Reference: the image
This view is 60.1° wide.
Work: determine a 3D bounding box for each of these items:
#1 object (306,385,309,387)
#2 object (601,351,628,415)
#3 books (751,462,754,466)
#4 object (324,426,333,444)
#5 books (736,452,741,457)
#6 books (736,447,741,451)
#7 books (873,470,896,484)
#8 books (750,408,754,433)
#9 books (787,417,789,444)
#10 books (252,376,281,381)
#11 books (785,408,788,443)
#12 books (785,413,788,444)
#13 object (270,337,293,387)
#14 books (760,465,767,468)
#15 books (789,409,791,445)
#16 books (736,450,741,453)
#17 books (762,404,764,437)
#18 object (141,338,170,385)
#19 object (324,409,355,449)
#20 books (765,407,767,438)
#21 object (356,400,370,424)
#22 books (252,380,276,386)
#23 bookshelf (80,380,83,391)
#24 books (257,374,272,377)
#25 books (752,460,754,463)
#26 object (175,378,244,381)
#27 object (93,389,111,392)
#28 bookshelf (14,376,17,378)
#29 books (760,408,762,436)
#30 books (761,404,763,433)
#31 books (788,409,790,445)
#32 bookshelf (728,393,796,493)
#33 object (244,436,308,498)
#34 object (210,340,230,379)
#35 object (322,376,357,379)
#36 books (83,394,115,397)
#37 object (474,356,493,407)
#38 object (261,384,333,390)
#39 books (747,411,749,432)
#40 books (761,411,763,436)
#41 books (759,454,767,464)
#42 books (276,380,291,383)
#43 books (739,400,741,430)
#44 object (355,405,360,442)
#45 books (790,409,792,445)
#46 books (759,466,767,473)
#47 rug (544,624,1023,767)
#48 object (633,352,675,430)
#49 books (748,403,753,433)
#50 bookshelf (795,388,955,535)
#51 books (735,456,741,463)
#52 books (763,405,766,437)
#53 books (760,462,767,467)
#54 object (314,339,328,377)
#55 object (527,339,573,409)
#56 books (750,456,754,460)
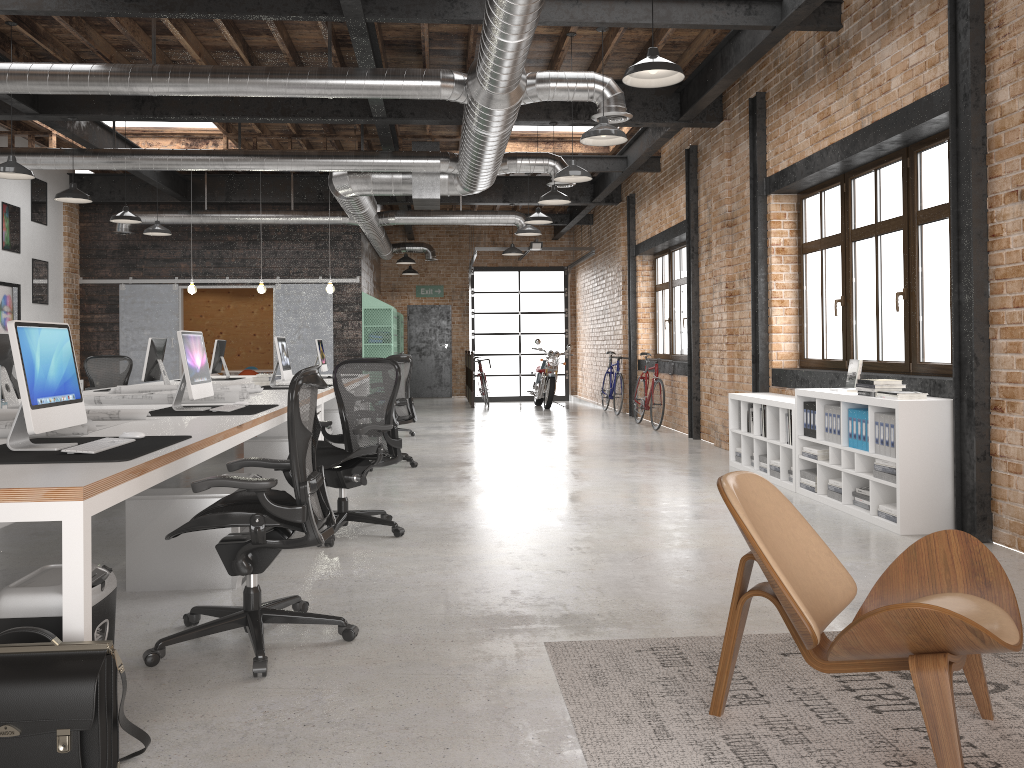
[{"bbox_3d":[-2.000,0.018,8.527,0.118,0.017,0.439,-1,2,-5],"label":"object"},{"bbox_3d":[1.689,-0.031,14.966,0.401,1.040,1.738,-1,2,-10],"label":"object"},{"bbox_3d":[2.264,0.716,7.887,0.184,0.049,0.261,-1,2,-4],"label":"books"},{"bbox_3d":[-1.722,0.597,7.853,0.250,0.466,0.338,-1,1,-5],"label":"object"},{"bbox_3d":[2.212,0.644,8.187,0.207,0.067,0.275,-1,2,-5],"label":"books"},{"bbox_3d":[2.215,0.600,8.176,0.214,0.052,0.252,-1,2,-5],"label":"books"},{"bbox_3d":[2.416,0.568,5.500,0.217,0.072,0.290,-1,2,-5],"label":"books"},{"bbox_3d":[2.250,0.338,7.973,0.197,0.240,0.058,-1,0,0],"label":"books"},{"bbox_3d":[2.281,0.377,7.048,0.162,0.240,0.054,-1,0,0],"label":"books"},{"bbox_3d":[-2.534,-0.059,9.152,0.193,0.044,0.257,0,2,13],"label":"books"},{"bbox_3d":[2.329,0.341,7.118,0.259,0.305,0.040,-1,0,0],"label":"books"},{"bbox_3d":[2.286,0.365,7.079,0.182,0.262,0.056,-1,0,0],"label":"books"},{"bbox_3d":[-2.226,-0.213,8.536,0.189,0.485,0.484,-1,1,-5],"label":"object"},{"bbox_3d":[2.267,0.700,7.560,0.219,0.034,0.260,-1,2,-5],"label":"books"},{"bbox_3d":[2.328,0.322,7.010,0.259,0.353,0.070,-1,0,0],"label":"books"},{"bbox_3d":[2.215,0.618,8.180,0.219,0.039,0.260,-1,2,-5],"label":"books"},{"bbox_3d":[2.294,0.295,7.634,0.259,0.353,0.070,-1,0,0],"label":"books"},{"bbox_3d":[-3.411,-0.201,8.522,0.189,0.485,0.484,-1,1,-5],"label":"object"},{"bbox_3d":[-2.036,0.519,9.897,0.541,0.455,0.221,-1,0,-5],"label":"object"},{"bbox_3d":[2.279,0.333,7.571,0.221,0.283,0.061,-1,0,0],"label":"books"},{"bbox_3d":[-2.212,0.429,12.031,0.541,0.455,0.221,-1,0,-5],"label":"object"},{"bbox_3d":[-2.555,-0.011,9.135,0.200,0.050,0.272,-1,2,-7],"label":"books"},{"bbox_3d":[-6.869,0.311,13.129,0.400,0.684,1.545,-1,2,-5],"label":"bookshelf"},{"bbox_3d":[-2.550,-0.090,9.152,0.153,0.030,0.185,-1,2,-7],"label":"books"},{"bbox_3d":[2.257,0.688,7.873,0.164,0.047,0.239,-1,2,-4],"label":"books"},{"bbox_3d":[-3.728,-0.058,10.975,0.687,0.008,0.849,-1,2,-6],"label":"object"},{"bbox_3d":[-3.524,0.046,8.514,0.687,0.008,0.849,-1,2,-6],"label":"object"},{"bbox_3d":[-6.742,0.318,11.590,0.400,0.800,1.545,-1,2,-5],"label":"bookshelf"},{"bbox_3d":[2.252,0.338,7.703,0.182,0.262,0.056,-1,0,0],"label":"books"},{"bbox_3d":[2.290,0.293,7.657,0.258,0.355,0.049,-1,0,0],"label":"books"},{"bbox_3d":[2.324,0.320,7.033,0.258,0.355,0.049,-1,0,0],"label":"books"},{"bbox_3d":[2.311,0.459,7.609,0.400,0.684,1.545,-1,2,-5],"label":"bookshelf"},{"bbox_3d":[-1.787,0.645,6.896,0.541,0.455,0.221,-1,0,-5],"label":"object"},{"bbox_3d":[-3.615,-0.305,10.981,0.189,0.485,0.484,-1,1,-5],"label":"object"},{"bbox_3d":[-2.340,-0.085,11.312,0.687,0.008,0.849,-1,2,-6],"label":"object"},{"bbox_3d":[-3.342,0.099,7.141,0.243,0.019,0.205,1,3,33],"label":"books"},{"bbox_3d":[-0.603,-0.048,18.130,0.410,1.033,1.735,-1,2,2],"label":"object"},{"bbox_3d":[-2.112,0.031,8.555,0.687,0.008,0.849,-1,2,-5],"label":"object"},{"bbox_3d":[2.268,0.277,8.042,0.271,0.354,0.063,-1,0,0],"label":"books"},{"bbox_3d":[2.247,0.351,7.672,0.162,0.240,0.054,-1,0,0],"label":"books"},{"bbox_3d":[2.269,0.645,7.575,0.217,0.078,0.291,-1,2,-5],"label":"books"},{"bbox_3d":[-2.603,-0.027,9.898,0.243,0.019,0.205,1,3,33],"label":"books"},{"bbox_3d":[2.262,0.268,8.297,0.259,0.351,0.065,-1,0,0],"label":"books"},{"bbox_3d":[-1.952,0.480,10.634,0.250,0.466,0.338,-1,1,-5],"label":"object"},{"bbox_3d":[2.330,0.322,6.980,0.271,0.354,0.063,-1,0,0],"label":"books"},{"bbox_3d":[2.264,0.726,7.568,0.207,0.061,0.274,-1,2,-5],"label":"books"},{"bbox_3d":[1.606,1.046,2.052,2.729,0.004,2.998,-1,2,-5],"label":"rug"},{"bbox_3d":[1.901,0.078,12.391,0.401,1.040,1.738,-1,2,-10],"label":"object"},{"bbox_3d":[2.251,0.315,8.008,0.221,0.283,0.061,-1,0,0],"label":"books"},{"bbox_3d":[2.444,0.466,6.061,0.400,0.800,1.545,-1,2,-5],"label":"bookshelf"},{"bbox_3d":[2.218,0.695,8.195,0.217,0.072,0.290,-1,2,-5],"label":"books"},{"bbox_3d":[2.296,0.296,7.604,0.271,0.354,0.063,-1,0,0],"label":"books"},{"bbox_3d":[2.267,0.682,7.556,0.214,0.046,0.251,-1,2,-5],"label":"books"},{"bbox_3d":[-2.454,-0.329,11.294,0.189,0.485,0.484,-1,1,-5],"label":"object"},{"bbox_3d":[0.697,-0.205,17.340,0.813,1.360,2.177,-1,2,-17],"label":"object"},{"bbox_3d":[2.280,0.659,7.888,0.222,0.055,0.282,-1,2,-4],"label":"books"}]
